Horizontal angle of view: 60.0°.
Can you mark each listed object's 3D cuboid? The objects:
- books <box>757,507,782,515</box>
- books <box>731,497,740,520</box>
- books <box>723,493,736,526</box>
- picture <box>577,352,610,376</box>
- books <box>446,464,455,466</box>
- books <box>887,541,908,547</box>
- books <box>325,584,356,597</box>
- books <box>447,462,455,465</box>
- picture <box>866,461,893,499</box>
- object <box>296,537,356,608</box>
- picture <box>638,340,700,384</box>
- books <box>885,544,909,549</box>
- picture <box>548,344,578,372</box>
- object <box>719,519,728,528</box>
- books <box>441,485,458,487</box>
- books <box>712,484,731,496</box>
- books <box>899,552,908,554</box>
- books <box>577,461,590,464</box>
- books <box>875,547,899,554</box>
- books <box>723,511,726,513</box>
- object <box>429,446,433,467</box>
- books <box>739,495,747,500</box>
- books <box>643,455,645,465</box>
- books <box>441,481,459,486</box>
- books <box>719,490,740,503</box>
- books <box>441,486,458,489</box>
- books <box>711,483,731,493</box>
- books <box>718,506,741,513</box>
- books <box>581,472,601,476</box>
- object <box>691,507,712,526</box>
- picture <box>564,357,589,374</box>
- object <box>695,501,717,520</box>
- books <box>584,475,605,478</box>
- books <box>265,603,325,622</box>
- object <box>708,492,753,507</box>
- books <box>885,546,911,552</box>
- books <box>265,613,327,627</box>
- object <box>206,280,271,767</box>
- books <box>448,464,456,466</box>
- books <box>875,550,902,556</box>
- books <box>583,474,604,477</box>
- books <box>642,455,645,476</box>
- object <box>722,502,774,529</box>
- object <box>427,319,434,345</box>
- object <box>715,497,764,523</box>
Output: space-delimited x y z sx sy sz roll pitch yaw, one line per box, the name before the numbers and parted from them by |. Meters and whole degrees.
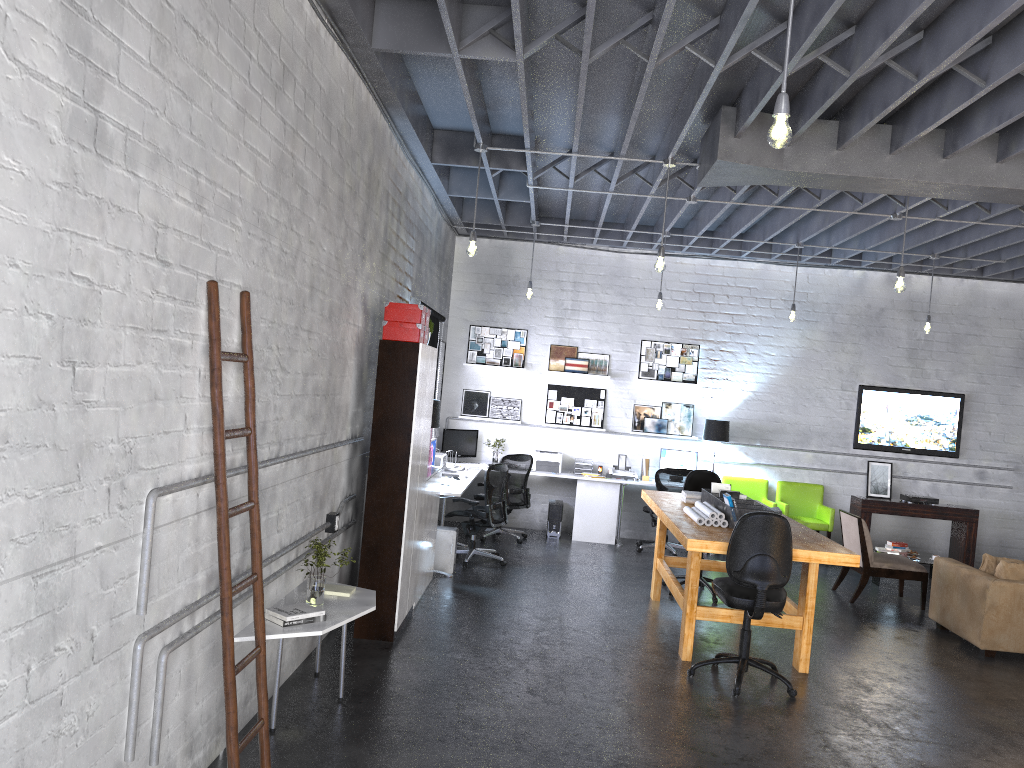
books | 2.114 1.063 7.402 0.244 0.067 0.298 5 0 12
books | 1.648 0.946 6.538 0.097 0.209 0.157 5 1 2
books | 1.617 0.931 6.554 0.108 0.234 0.166 5 1 2
picture | 1.031 -0.253 11.311 0.410 0.277 0.036 5 1 2
books | -0.819 0.925 10.335 0.297 0.006 0.210 5 0 2
books | 4.417 1.836 10.171 0.185 0.041 0.129 5 0 -3
books | -1.044 1.193 5.143 0.248 0.021 0.176 5 0 2
books | -0.818 0.920 10.340 0.297 0.006 0.210 5 0 3
picture | 4.622 1.206 11.153 0.308 0.457 0.092 5 1 2
object | -1.019 1.023 4.797 0.297 0.363 0.271 6 1 37
picture | 1.996 -0.280 11.266 0.749 0.503 0.058 5 1 2
books | 4.415 1.868 10.179 0.208 0.024 0.144 5 0 -13
picture | 0.652 -0.321 11.329 0.355 0.343 0.042 5 1 2
object | 1.553 1.016 6.751 0.058 0.057 0.635 5 0 2
books | -0.651 0.972 8.545 0.209 0.012 0.158 5 0 25
books | 1.788 0.966 7.584 0.158 0.200 0.082 5 1 2
books | 4.394 1.919 10.181 0.223 0.032 0.161 5 0 -18
books | 0.902 0.994 11.182 0.134 0.008 0.203 5 0 -14
books | 4.192 1.857 9.904 0.223 0.027 0.161 5 0 12
books | 1.753 0.997 6.872 0.250 0.022 0.205 5 0 7
object | -0.833 0.647 7.989 0.214 0.177 0.161 5 0 2
books | 1.787 0.971 7.076 0.143 0.188 0.061 5 1 2
books | 1.657 1.051 11.123 0.043 0.296 0.210 5 1 2
books | -0.646 0.961 8.550 0.212 0.010 0.171 5 0 29
books | 1.718 0.951 7.048 0.158 0.214 0.063 5 1 2
books | -0.649 0.984 8.543 0.213 0.012 0.158 5 0 27
books | 1.793 0.959 7.615 0.171 0.210 0.046 5 1 2
books | 1.745 0.971 6.868 0.232 0.027 0.184 5 0 -26
books | 0.967 1.104 10.849 0.211 0.014 0.148 5 0 17
object | 1.440 1.006 6.755 0.058 0.057 0.635 5 0 2
picture | 0.822 -0.231 11.305 0.311 0.196 0.029 5 1 2
object | 1.473 0.959 6.753 0.057 0.057 0.635 5 0 2
books | 1.008 1.136 10.863 0.211 0.014 0.148 5 0 -33
books | -1.099 1.155 4.496 0.185 0.022 0.234 5 0 40
object | 1.763 0.986 7.173 0.316 0.156 0.306 5 0 2
books | 4.423 1.894 10.175 0.161 0.026 0.223 5 0 -28
books | -1.101 1.182 4.507 0.185 0.031 0.250 5 0 44
object | -1.113 0.665 3.641 0.320 2.121 0.425 5 1 2
books | -0.818 0.930 10.335 0.297 0.006 0.210 5 0 4
books | 4.195 1.894 9.882 0.174 0.045 0.240 5 0 -8
books | 0.992 1.120 10.851 0.211 0.014 0.148 5 0 -23
books | 1.649 1.051 11.119 0.036 0.296 0.210 5 1 2
object | 1.738 0.983 6.558 0.316 0.156 0.306 5 0 2
object | -0.686 -0.403 6.820 0.169 0.240 0.171 5 1 1
object | 1.751 0.984 6.865 0.316 0.156 0.306 5 0 2
